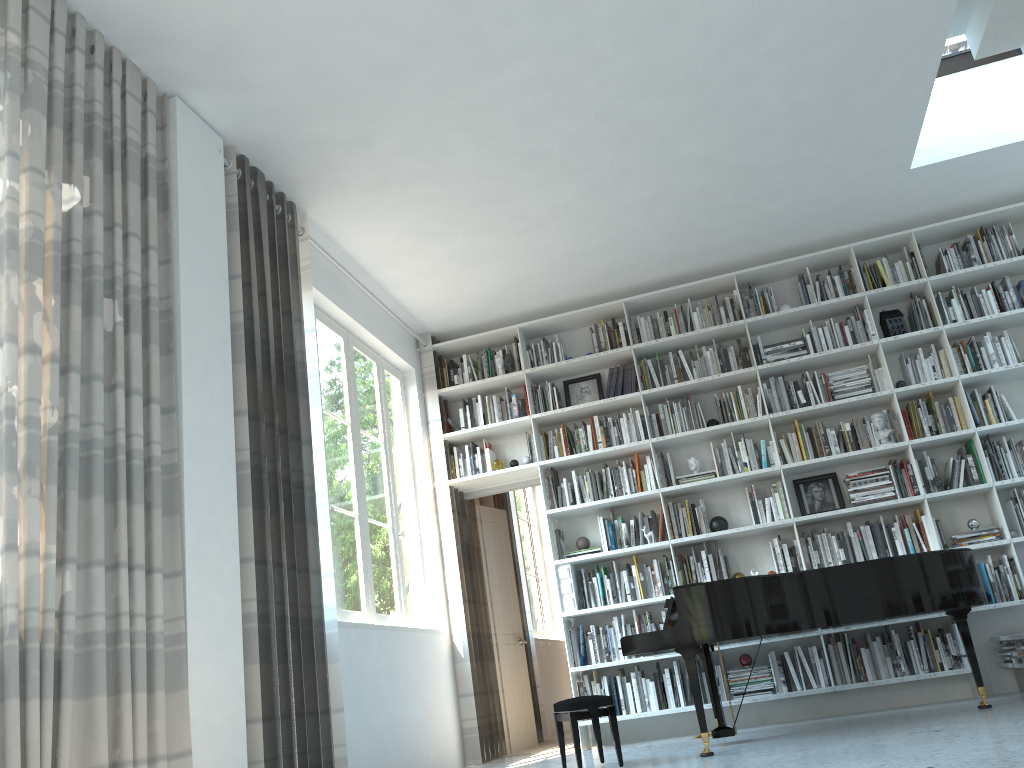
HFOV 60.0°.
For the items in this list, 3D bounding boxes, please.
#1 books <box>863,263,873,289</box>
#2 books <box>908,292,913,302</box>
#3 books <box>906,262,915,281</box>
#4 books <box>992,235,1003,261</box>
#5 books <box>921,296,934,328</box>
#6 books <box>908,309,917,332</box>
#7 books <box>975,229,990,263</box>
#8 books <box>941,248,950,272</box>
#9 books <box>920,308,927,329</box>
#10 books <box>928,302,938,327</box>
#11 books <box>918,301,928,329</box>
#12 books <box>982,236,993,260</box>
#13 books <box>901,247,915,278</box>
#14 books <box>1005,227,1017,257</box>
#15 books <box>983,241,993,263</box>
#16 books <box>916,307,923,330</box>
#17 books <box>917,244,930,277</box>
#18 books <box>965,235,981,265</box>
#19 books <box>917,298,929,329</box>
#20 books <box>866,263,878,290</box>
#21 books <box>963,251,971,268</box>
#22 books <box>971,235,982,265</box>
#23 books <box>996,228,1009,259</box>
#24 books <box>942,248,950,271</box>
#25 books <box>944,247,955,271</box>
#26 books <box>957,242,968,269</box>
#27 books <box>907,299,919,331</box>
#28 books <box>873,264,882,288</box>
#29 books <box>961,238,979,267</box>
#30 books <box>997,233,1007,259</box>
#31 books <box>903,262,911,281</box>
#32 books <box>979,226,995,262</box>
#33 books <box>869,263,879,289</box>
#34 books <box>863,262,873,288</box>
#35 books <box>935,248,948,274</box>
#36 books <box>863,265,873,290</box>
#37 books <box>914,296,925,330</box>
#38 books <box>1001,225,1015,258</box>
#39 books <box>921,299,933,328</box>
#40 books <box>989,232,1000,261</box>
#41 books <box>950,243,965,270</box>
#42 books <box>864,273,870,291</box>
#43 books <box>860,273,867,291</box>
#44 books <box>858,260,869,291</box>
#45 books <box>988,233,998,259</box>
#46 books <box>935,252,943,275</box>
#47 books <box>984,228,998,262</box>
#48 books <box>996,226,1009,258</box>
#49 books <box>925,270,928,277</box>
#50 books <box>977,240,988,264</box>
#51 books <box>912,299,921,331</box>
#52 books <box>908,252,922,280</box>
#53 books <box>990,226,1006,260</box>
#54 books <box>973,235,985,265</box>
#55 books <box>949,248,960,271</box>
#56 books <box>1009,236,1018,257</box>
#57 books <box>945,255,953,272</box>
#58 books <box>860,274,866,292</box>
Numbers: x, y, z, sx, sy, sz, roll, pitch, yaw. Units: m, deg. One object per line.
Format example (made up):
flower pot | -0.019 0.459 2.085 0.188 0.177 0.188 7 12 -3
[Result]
books | 2.598 -0.731 6.467 0.006 0.259 0.166 -13 -19 12
books | 2.874 -0.475 6.322 0.025 0.338 0.143 -13 -19 12
books | 2.871 -0.759 6.401 0.022 0.193 0.182 -13 -19 12
books | 3.432 -0.913 6.285 0.024 0.251 0.150 -13 -19 12
books | 2.960 -0.469 6.303 0.005 0.291 0.131 -13 -19 12
books | 2.854 -0.408 6.312 0.019 0.213 0.156 -13 -19 12
books | 3.341 -0.923 6.309 0.006 0.311 0.179 -13 -19 12
books | 3.097 -0.833 6.360 0.011 0.243 0.173 -13 -19 12
books | 2.910 -0.421 6.293 0.013 0.210 0.140 -13 -19 12
books | 2.963 -0.443 6.258 0.008 0.213 0.224 -13 -19 12
books | 2.913 -0.447 6.289 0.005 0.254 0.159 -13 -19 12
books | 3.369 -0.900 6.293 0.008 0.250 0.170 -13 -19 12
books | 2.883 -0.821 6.434 0.012 0.328 0.129 -13 -19 12
books | 3.505 -0.947 6.258 0.008 0.277 0.181 -13 -19 12
books | 3.356 -0.878 6.274 0.018 0.200 0.189 -13 -19 12
books | 2.888 -0.419 6.301 0.024 0.216 0.169 -13 -19 12
books | 2.956 -0.837 6.382 0.019 0.303 0.176 -13 -19 12
books | 3.285 -0.898 6.326 0.024 0.291 0.168 -13 -19 12
books | 2.926 -0.457 6.318 0.013 0.287 0.132 -13 -19 12
books | 2.624 -0.737 6.463 0.034 0.260 0.158 -13 -19 12
books | 3.244 -0.834 6.338 0.031 0.190 0.133 -13 -19 12
books | 3.308 -0.901 6.333 0.017 0.294 0.139 -13 -19 12
books | 3.469 -0.943 6.286 0.019 0.298 0.137 -13 -19 12
books | 3.110 -0.838 6.368 0.012 0.254 0.134 -13 -19 12
books | 3.126 -0.837 6.339 0.013 0.228 0.174 -13 -19 12
books | 3.210 -0.864 6.338 0.021 0.255 0.169 -13 -19 12
books | 2.848 -0.446 6.290 0.021 0.271 0.191 -13 -19 12
books | 2.654 -0.734 6.442 0.015 0.233 0.171 -13 -19 12
books | 3.256 -0.884 6.305 0.028 0.257 0.185 -13 -19 12
books | 3.456 -0.922 6.278 0.014 0.257 0.150 -13 -19 12
books | 2.850 -0.756 6.414 0.025 0.203 0.162 -13 -19 12
books | 3.371 -0.939 6.303 0.007 0.328 0.184 -13 -19 12
books | 2.646 -0.739 6.466 0.008 0.261 0.142 -13 -19 12
books | 2.606 -0.738 6.479 0.007 0.278 0.150 -13 -19 12
books | 3.085 -0.834 6.354 0.009 0.243 0.173 -13 -19 12
books | 2.589 -0.724 6.451 0.007 0.238 0.192 -13 -19 12
books | 2.887 -0.460 6.290 0.021 0.287 0.179 -13 -19 12
books | 3.495 -0.952 6.269 0.013 0.296 0.189 -13 -19 12
books | 2.931 -0.453 6.270 0.013 0.247 0.187 -13 -19 12
books | 3.415 -0.920 6.292 0.008 0.274 0.163 -13 -19 12
books | 3.185 -0.858 6.342 0.030 0.254 0.161 -13 -19 12
books | 2.588 -0.693 6.469 0.015 0.192 0.160 -13 -19 12
books | 2.569 -0.690 6.486 0.016 0.203 0.143 -13 -19 12
books | 2.568 -0.741 6.483 0.007 0.297 0.181 -13 -19 12
books | 3.406 -0.919 6.299 0.012 0.279 0.144 -13 -19 12
books | 3.060 -0.811 6.348 0.046 0.205 0.184 -13 -19 12
books | 3.379 -0.932 6.281 0.015 0.298 0.183 -13 -19 12
books | 3.485 -0.952 6.302 0.008 0.320 0.134 -13 -19 12
books | 2.943 -0.795 6.382 0.033 0.228 0.176 -13 -19 12
books | 3.334 -0.884 6.294 0.018 0.230 0.160 -13 -19 12
books | 2.867 -0.446 6.299 0.022 0.271 0.182 -13 -19 12
books | 2.899 -0.799 6.388 0.029 0.252 0.187 -13 -19 12
books | 3.441 -0.945 6.282 0.008 0.306 0.183 -13 -19 12
books | 3.323 -0.901 6.323 0.007 0.284 0.160 -13 -19 12
books | 3.159 -0.838 6.344 0.028 0.225 0.164 -13 -19 12
books | 3.525 -0.916 6.257 0.018 0.213 0.158 -13 -19 12
books | 3.122 -0.810 6.345 0.009 0.182 0.160 -13 -19 12
books | 2.546 -0.729 6.481 0.008 0.277 0.171 -13 -19 12
